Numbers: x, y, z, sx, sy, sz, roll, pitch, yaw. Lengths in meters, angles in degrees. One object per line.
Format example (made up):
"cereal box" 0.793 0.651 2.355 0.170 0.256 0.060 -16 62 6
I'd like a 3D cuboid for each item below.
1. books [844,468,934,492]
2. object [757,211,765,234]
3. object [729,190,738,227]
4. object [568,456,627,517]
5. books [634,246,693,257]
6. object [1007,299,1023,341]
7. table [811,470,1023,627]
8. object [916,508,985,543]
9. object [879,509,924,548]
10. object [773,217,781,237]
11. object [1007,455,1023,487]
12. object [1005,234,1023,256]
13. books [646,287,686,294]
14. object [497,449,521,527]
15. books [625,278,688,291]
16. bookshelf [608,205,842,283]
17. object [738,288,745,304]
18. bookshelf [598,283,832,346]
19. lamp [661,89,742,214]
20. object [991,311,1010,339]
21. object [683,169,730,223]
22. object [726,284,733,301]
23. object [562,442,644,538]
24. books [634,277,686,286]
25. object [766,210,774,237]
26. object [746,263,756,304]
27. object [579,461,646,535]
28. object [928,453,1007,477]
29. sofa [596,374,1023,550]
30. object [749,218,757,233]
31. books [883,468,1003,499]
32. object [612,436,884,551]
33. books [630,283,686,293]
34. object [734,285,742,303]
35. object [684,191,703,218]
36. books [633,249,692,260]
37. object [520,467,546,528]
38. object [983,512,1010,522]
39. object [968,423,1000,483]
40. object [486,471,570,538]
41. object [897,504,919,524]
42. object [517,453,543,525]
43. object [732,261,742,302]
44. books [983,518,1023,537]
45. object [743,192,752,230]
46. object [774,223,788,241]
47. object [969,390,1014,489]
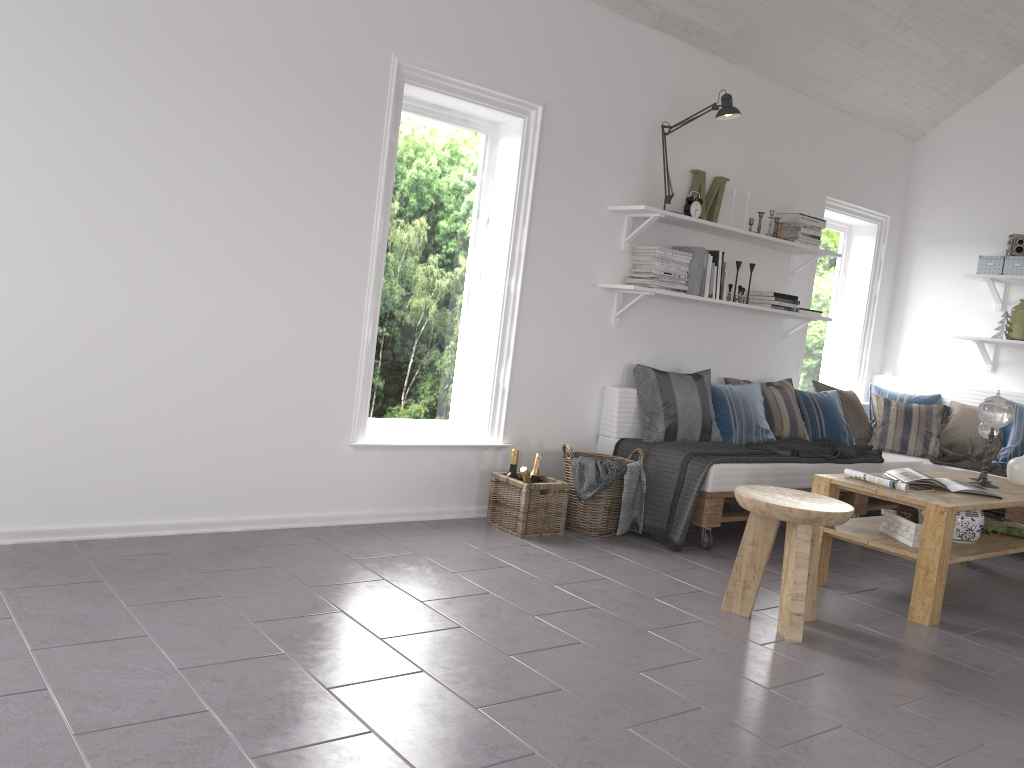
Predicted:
"books" 1.672 0.425 3.936 0.229 0.043 0.300 4 5 -34
"object" 1.470 -0.950 5.262 0.055 0.153 0.055 9 5 29
"object" 1.307 -1.023 5.272 0.084 0.256 0.084 9 5 20
"object" 0.425 0.524 4.401 0.303 0.332 0.367 7 4 7
"books" 0.833 -0.730 4.881 0.288 0.016 0.182 3 6 -38
"object" 3.280 -0.412 5.733 0.111 0.270 0.111 5 5 -20
"table" 2.071 0.718 4.184 1.457 0.485 0.607 3 6 -38
"object" 1.980 0.616 4.038 0.302 0.161 0.302 3 6 -42
"object" 1.733 0.627 3.833 0.155 0.102 0.281 6 4 -6
"object" 1.607 -0.945 5.411 0.055 0.153 0.055 8 5 19
"object" 2.564 0.352 4.417 0.155 0.325 0.155 9 5 22
"object" 3.324 -0.903 5.829 0.121 0.157 0.117 8 4 11
"books" 0.817 -0.517 4.914 0.254 0.012 0.161 3 6 -38
"object" -0.005 0.504 4.319 0.095 0.377 0.095 7 4 -2
"books" 0.796 -0.551 4.899 0.331 0.025 0.176 3 6 -38
"bookshelf" 1.294 -0.783 5.200 1.820 0.212 0.269 3 6 -38
"object" 1.358 -0.518 5.230 0.058 0.102 0.032 3 6 -43
"bookshelf" 1.245 -0.377 5.231 1.820 0.212 0.269 3 6 -38
"lamp" 0.986 -1.248 4.800 0.439 0.703 0.196 7 4 -3
"object" 3.233 -0.387 5.819 0.107 0.195 0.113 4 5 -32
"object" 1.116 -1.062 5.137 0.330 0.311 0.052 3 6 -38
"object" 1.290 -0.536 5.257 0.032 0.117 0.058 9 5 25
"object" 0.434 0.525 4.472 0.393 0.432 0.393 10 6 38
"books" 0.819 -0.568 4.914 0.254 0.013 0.161 3 6 -38
"object" 1.530 -0.946 5.248 0.066 0.160 0.066 10 6 38
"object" 1.438 -0.599 5.369 0.085 0.259 0.085 9 5 20
"object" 0.465 0.543 4.443 0.290 0.356 0.349 3 6 -44
"object" 3.150 0.752 5.241 1.449 0.508 0.716 11 6 41
"sofa" 2.203 0.454 4.995 2.855 0.932 2.017 3 6 -38
"object" 1.383 -0.917 5.137 0.088 0.085 0.088 6 5 -16
"books" 1.960 0.445 4.051 0.422 0.049 0.300 7 4 6
"object" 1.367 0.544 4.998 1.892 0.533 0.685 3 6 -39
"books" 0.809 -0.530 4.900 0.285 0.012 0.159 3 6 -38
"object" 1.354 -0.531 5.286 0.058 0.117 0.032 5 5 -27
"object" 1.007 -0.985 4.919 0.120 0.165 0.050 3 6 -38
"books" 0.830 -0.716 4.895 0.288 0.016 0.182 3 6 -38
"object" 0.101 0.549 4.253 0.095 0.332 0.284 10 5 30
"object" 2.285 0.641 4.293 0.176 0.029 0.195 5 5 -28
"object" 2.378 0.324 4.452 0.109 0.329 0.109 9 5 20
"object" 0.076 0.587 4.313 0.276 0.270 0.276 3 6 -38
"object" 1.739 0.602 3.897 0.090 0.139 0.182 8 5 17
"object" 0.082 0.522 4.392 0.127 0.361 0.094 3 6 -39
"object" 1.347 -0.607 5.333 0.085 0.259 0.085 9 5 20
"books" 2.288 0.665 4.331 0.445 0.079 0.301 7 4 2
"object" 1.394 -1.013 5.281 0.084 0.256 0.084 9 5 20
"object" 1.599 -0.912 5.316 0.124 0.100 0.124 6 5 -16
"object" 2.305 0.259 4.266 0.155 0.468 0.155 9 5 30
